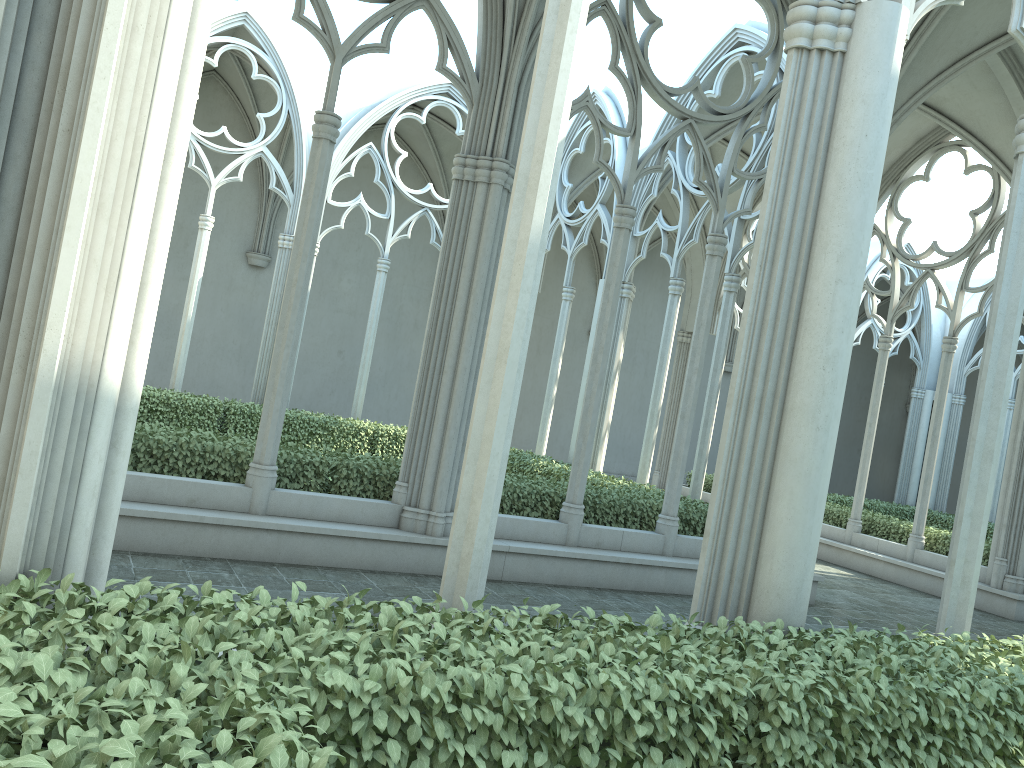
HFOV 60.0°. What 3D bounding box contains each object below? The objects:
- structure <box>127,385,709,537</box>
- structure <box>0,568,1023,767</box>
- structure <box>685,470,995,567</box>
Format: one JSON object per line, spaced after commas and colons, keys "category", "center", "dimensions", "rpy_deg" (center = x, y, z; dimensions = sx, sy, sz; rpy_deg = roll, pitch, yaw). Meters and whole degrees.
{"category": "structure", "center": [-2.372, 1.106, 12.803], "dimensions": [8.018, 0.963, 7.995], "rpy_deg": [11, -1, -26]}
{"category": "structure", "center": [3.377, 1.886, 1.084], "dimensions": [8.018, 0.963, 7.995], "rpy_deg": [11, -1, -26]}
{"category": "structure", "center": [9.132, 3.293, 18.598], "dimensions": [8.018, 0.963, 7.995], "rpy_deg": [11, -1, -26]}
